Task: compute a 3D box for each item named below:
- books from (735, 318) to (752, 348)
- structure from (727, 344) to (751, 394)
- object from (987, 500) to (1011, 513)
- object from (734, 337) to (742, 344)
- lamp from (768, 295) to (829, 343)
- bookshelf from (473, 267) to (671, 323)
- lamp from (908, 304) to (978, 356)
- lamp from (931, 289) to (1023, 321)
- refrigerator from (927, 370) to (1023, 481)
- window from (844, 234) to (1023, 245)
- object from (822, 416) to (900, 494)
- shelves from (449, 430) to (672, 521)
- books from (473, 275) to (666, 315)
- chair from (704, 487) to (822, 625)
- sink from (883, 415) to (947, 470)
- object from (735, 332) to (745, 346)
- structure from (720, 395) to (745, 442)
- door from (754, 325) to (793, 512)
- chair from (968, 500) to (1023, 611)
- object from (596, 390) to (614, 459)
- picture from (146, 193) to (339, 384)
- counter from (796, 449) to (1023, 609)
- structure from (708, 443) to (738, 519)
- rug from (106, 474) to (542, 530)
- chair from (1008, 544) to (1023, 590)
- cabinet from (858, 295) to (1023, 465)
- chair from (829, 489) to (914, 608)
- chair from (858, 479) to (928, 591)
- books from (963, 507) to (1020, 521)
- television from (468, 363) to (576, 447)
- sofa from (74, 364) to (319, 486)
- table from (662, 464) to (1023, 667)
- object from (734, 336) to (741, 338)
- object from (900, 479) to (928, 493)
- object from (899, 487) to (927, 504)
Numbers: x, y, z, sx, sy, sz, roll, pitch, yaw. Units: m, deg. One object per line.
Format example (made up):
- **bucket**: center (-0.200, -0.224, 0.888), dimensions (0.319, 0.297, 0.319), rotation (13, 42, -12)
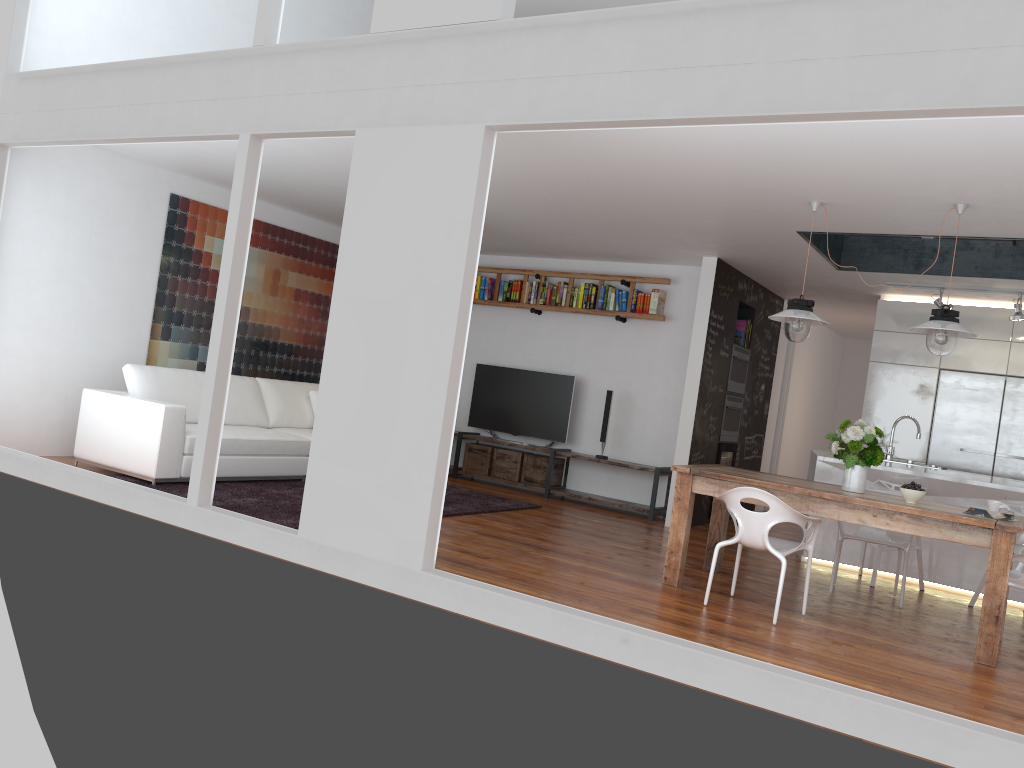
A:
- **books**: center (2.362, -0.539, 9.278), dimensions (0.230, 0.303, 0.152), rotation (8, 0, 31)
- **structure**: center (2.327, -0.139, 9.016), dimensions (0.052, 0.462, 0.585), rotation (8, 0, 31)
- **object**: center (2.833, 0.724, 5.162), dimensions (0.127, 0.078, 0.082), rotation (8, 0, 36)
- **object**: center (2.264, -0.436, 8.993), dimensions (0.132, 0.069, 0.132), rotation (8, 0, -26)
- **lamp**: center (1.819, -0.415, 5.626), dimensions (0.372, 0.306, 0.372), rotation (8, 0, 25)
- **bookshelf**: center (0.288, -0.984, 9.569), dimensions (2.983, 0.465, 0.161), rotation (8, 0, 31)
- **lamp**: center (2.525, -0.315, 5.197), dimensions (0.372, 0.306, 0.372), rotation (8, 0, -7)
- **lamp**: center (4.305, -0.649, 7.597), dimensions (1.324, 0.254, 0.154), rotation (8, 0, 31)
- **refrigerator**: center (4.438, 0.823, 8.189), dimensions (1.119, 1.811, 0.142), rotation (8, 0, 31)
- **window**: center (3.687, -1.193, 6.505), dimensions (2.700, 0.035, 1.546), rotation (8, 0, 31)
- **object**: center (2.098, 0.417, 5.408), dimensions (0.432, 0.476, 0.371), rotation (8, 0, -17)
- **shelves**: center (-0.006, 0.854, 9.474), dimensions (3.473, 0.506, 0.414), rotation (8, 0, 31)
- **books**: center (1.678, -1.647, 9.081), dimensions (5.671, 1.974, 0.733), rotation (8, 0, 20)
- **chair**: center (1.421, 0.941, 5.063), dimensions (0.577, 0.710, 0.505), rotation (8, 0, 36)
- **sink**: center (3.376, 0.560, 7.433), dimensions (0.492, 0.570, 0.459), rotation (8, 0, 31)
- **object**: center (2.310, -0.463, 9.134), dimensions (0.136, 0.136, 0.110), rotation (8, 0, 24)
- **structure**: center (2.256, 0.359, 9.015), dimensions (0.052, 0.462, 0.585), rotation (8, 0, 31)
- **door**: center (3.078, 0.425, 10.597), dimensions (0.120, 2.236, 0.823), rotation (8, 0, 31)
- **chair**: center (3.549, 1.224, 6.106), dimensions (0.492, 0.765, 0.428), rotation (8, 0, -14)
- **object**: center (0.945, 0.406, 8.869), dimensions (0.089, 0.687, 0.089), rotation (8, 0, 41)
- **picture**: center (-2.417, -0.503, 8.910), dimensions (0.007, 2.136, 2.770), rotation (8, 0, 31)
- **counter**: center (3.475, 1.146, 7.033), dimensions (2.289, 0.903, 0.956), rotation (8, 0, 31)
- **structure**: center (2.173, 0.985, 9.009), dimensions (0.081, 0.763, 0.582), rotation (8, 0, 31)
- **rug**: center (-1.342, 0.903, 7.318), dimensions (1.895, 0.019, 3.193), rotation (8, 0, 31)
- **chair**: center (2.928, 1.157, 4.923), dimensions (0.505, 0.710, 0.577), rotation (8, 0, 26)
- **cabinet**: center (4.719, 0.518, 8.580), dimensions (2.404, 2.506, 0.946), rotation (8, 0, 31)
- **chair**: center (2.472, 1.094, 6.092), dimensions (0.577, 0.710, 0.505), rotation (8, 0, 21)
- **chair**: center (2.819, 1.121, 6.632), dimensions (0.492, 0.765, 0.428), rotation (8, 0, 41)
- **books**: center (2.662, 0.721, 4.919), dimensions (0.267, 0.035, 0.218), rotation (8, 0, -44)
- **television**: center (0.089, 0.236, 9.478), dimensions (1.230, 0.786, 0.298), rotation (8, 0, 31)
- **sofa**: center (-2.098, 0.377, 7.812), dimensions (0.987, 0.842, 3.086), rotation (8, 0, 31)
- **table**: center (1.980, 1.013, 5.398), dimensions (1.910, 0.735, 0.969), rotation (8, 0, 31)
- **object**: center (2.277, -0.468, 8.989), dimensions (0.077, 0.042, 0.116), rotation (8, 0, 44)
- **object**: center (2.324, 0.600, 5.137), dimensions (0.159, 0.095, 0.141), rotation (8, 0, 17)
- **object**: center (2.317, 0.649, 5.137), dimensions (0.146, 0.079, 0.146), rotation (8, 0, 39)
